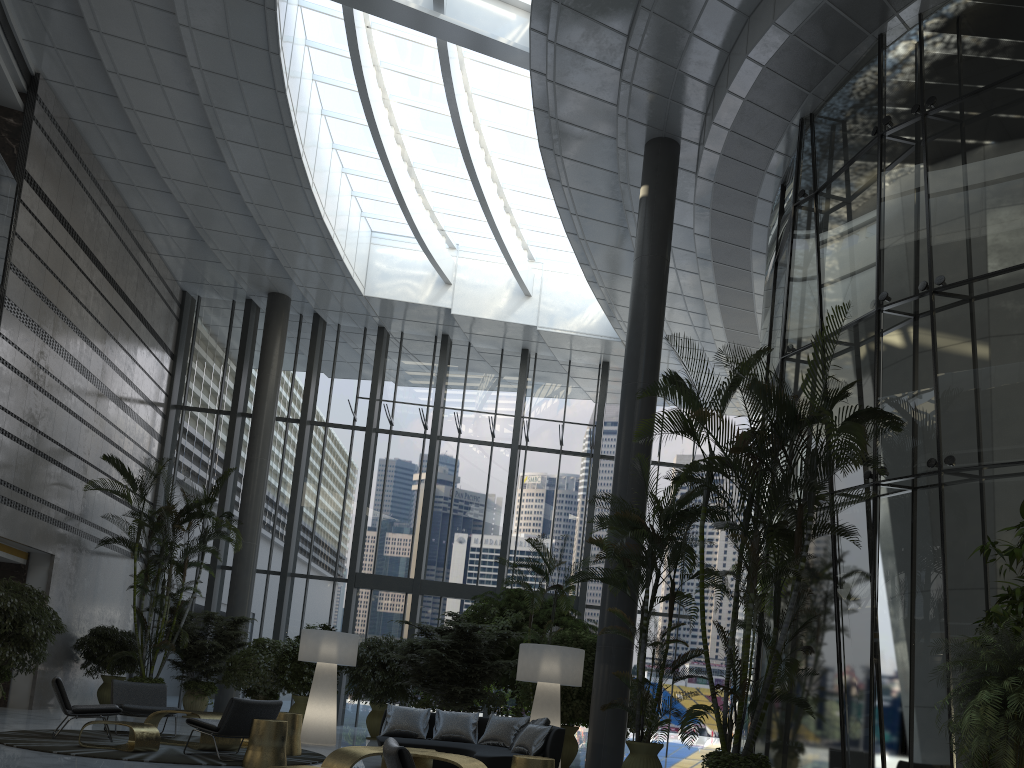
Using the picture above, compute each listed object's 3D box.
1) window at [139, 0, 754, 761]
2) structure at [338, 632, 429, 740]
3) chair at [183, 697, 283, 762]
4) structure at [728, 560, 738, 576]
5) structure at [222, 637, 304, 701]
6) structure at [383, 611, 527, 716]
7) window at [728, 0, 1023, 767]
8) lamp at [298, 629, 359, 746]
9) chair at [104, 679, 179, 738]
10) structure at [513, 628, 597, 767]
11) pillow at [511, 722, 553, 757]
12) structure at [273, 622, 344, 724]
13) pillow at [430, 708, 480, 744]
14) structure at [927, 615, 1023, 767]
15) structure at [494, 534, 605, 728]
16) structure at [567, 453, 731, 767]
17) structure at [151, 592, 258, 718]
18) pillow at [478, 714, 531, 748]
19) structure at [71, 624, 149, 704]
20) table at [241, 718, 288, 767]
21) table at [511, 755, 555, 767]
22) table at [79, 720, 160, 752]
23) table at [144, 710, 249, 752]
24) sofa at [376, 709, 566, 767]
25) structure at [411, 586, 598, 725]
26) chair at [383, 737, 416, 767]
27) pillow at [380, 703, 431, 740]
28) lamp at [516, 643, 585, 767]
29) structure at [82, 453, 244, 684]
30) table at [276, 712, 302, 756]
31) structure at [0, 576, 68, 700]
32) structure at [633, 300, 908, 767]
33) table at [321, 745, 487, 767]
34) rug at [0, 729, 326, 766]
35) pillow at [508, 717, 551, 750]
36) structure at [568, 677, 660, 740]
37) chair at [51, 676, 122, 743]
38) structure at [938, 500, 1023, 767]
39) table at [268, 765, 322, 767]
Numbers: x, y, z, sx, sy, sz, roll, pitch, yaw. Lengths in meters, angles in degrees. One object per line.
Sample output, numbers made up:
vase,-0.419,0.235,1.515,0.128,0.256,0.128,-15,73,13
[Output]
window,-2.196,-0.229,11.062,13.456,9.614,19.811,3,-17,11
structure,-2.204,5.301,15.040,1.976,1.823,1.751,-1,-14,29
chair,-2.988,3.683,9.198,0.713,0.645,0.776,-2,-16,31
structure,5.053,4.774,15.375,2.517,4.497,2.549,9,-9,-21
structure,-4.389,5.305,15.267,1.516,1.551,1.582,14,-15,-34
structure,-0.973,4.680,13.599,2.285,2.243,2.398,10,-13,-15
window,4.928,2.091,12.645,4.239,7.633,16.150,6,-17,0
lamp,-2.784,4.502,12.701,0.825,1.614,0.884,4,-9,15
chair,-4.703,4.137,10.917,0.765,0.645,0.723,16,-17,-37
structure,0.836,4.629,12.673,1.535,2.052,1.679,-2,-14,39
pillow,0.223,3.792,9.129,0.286,0.355,0.571,11,-17,-27
structure,-3.542,5.068,14.864,1.222,1.897,1.462,2,-11,23
pillow,-0.663,4.124,10.308,0.611,0.388,0.310,6,-11,0
structure,3.017,2.288,5.160,1.009,1.709,0.926,9,-9,-20
structure,0.411,3.710,12.094,1.449,3.343,1.230,8,-7,-17
structure,1.487,2.703,9.397,1.694,3.600,2.070,8,-9,-17
structure,-5.750,5.043,15.868,1.918,2.212,1.894,10,-12,-18
pillow,-0.100,4.102,10.139,0.616,0.399,0.306,-7,-16,38
structure,-7.153,5.035,15.195,1.109,1.489,1.491,-2,-15,39
table,-2.503,3.682,8.764,0.447,0.479,0.459,8,-12,-7
table,0.157,3.354,7.130,0.447,0.479,0.459,8,-12,-7
table,-4.145,3.710,9.045,0.780,0.259,0.873,15,-21,-26
table,-3.608,4.149,10.280,1.340,0.381,1.278,-4,-21,26
sofa,-0.549,4.067,9.561,1.949,0.674,2.087,8,-19,-8
structure,0.035,5.081,15.294,3.736,2.849,3.362,3,-14,10
chair,-0.331,2.234,4.488,0.743,0.645,0.746,9,-14,-13
pillow,-1.263,4.036,10.232,0.615,0.388,0.308,7,-11,-5
lamp,0.432,4.171,10.905,0.886,1.614,0.823,13,-11,-41
structure,-6.066,3.471,14.870,2.524,4.497,2.541,6,-8,4
table,-2.732,4.201,10.308,0.453,0.479,0.453,9,-12,-15
structure,-7.277,3.683,12.123,1.600,1.899,2.164,0,-14,28
structure,2.150,1.711,7.773,2.517,4.497,2.549,9,-9,-21
table,-0.916,3.403,7.465,1.477,0.407,1.324,8,-19,-8
rug,-3.960,4.190,9.909,3.738,0.018,3.550,19,-24,-32
pillow,0.204,3.905,9.506,0.372,0.434,0.645,10,-16,-18
structure,1.553,5.231,13.421,1.516,1.551,1.582,14,-15,-34
chair,-4.847,3.687,9.721,0.760,0.645,0.729,13,-15,-27
structure,3.632,2.132,5.852,1.186,2.622,1.044,10,-8,-29
table,-1.506,3.053,6.470,0.783,0.277,0.991,-3,-21,25
